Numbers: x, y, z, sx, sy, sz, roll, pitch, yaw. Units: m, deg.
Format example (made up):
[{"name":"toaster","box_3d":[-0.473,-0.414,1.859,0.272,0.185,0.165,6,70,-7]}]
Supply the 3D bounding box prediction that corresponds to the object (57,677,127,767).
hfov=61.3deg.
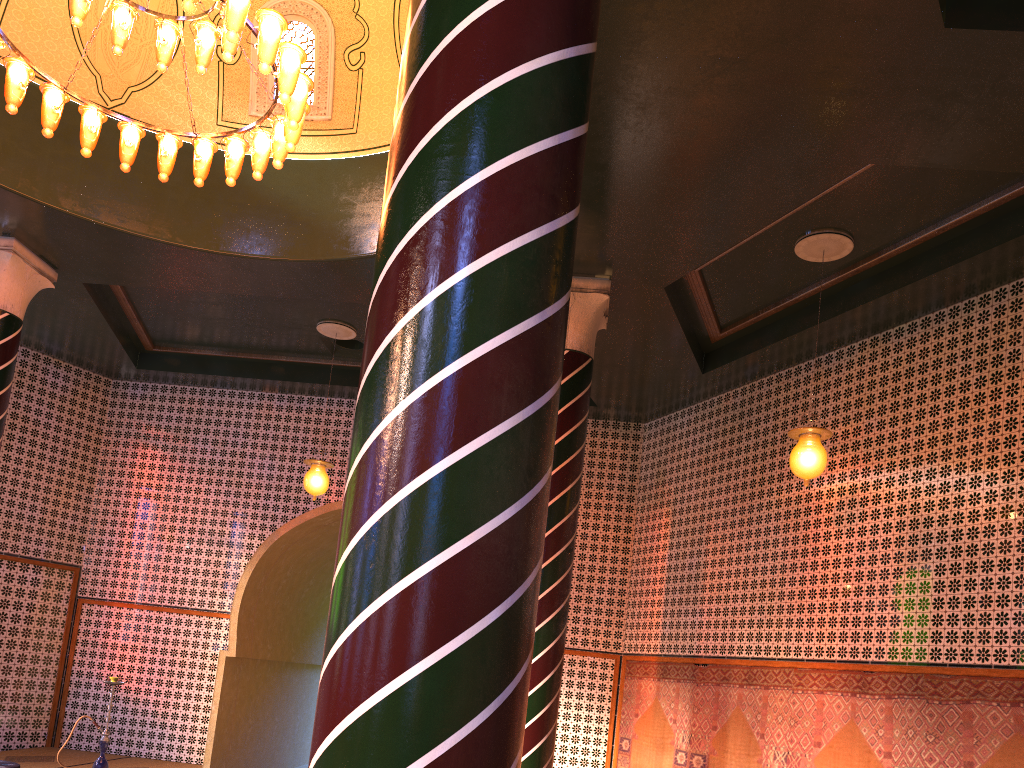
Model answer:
[{"name":"object","box_3d":[-5.295,4.225,10.662,0.849,1.229,0.359,11,-9,-24]}]

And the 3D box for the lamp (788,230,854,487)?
[{"name":"lamp","box_3d":[2.787,-0.189,7.929,0.521,2.255,0.532,7,-7,-6]}]

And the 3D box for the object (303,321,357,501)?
[{"name":"object","box_3d":[-2.430,0.387,11.245,0.521,2.255,0.532,7,-7,-6]}]

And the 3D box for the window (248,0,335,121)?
[{"name":"window","box_3d":[-2.570,-4.387,6.282,5.795,1.127,5.721,-9,-24,39]}]

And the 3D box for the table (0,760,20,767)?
[{"name":"table","box_3d":[-6.125,4.623,9.841,0.858,0.570,0.859,15,-17,-29]}]

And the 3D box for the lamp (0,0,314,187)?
[{"name":"lamp","box_3d":[-2.474,-4.278,6.396,2.461,4.479,2.570,4,-10,13]}]
